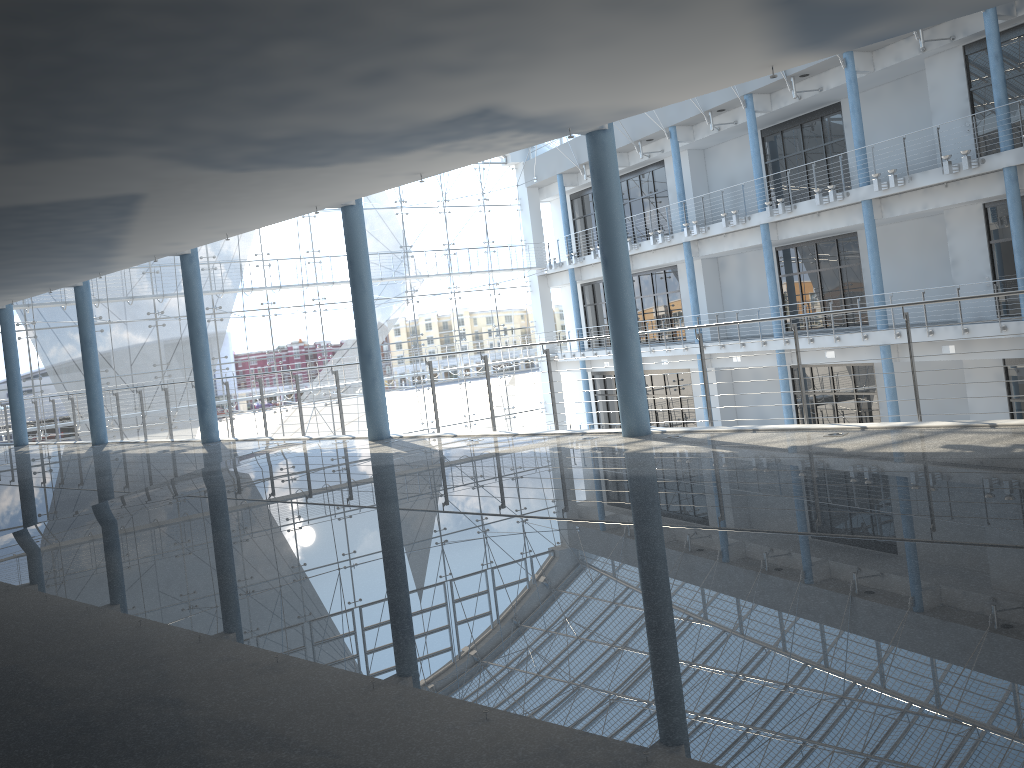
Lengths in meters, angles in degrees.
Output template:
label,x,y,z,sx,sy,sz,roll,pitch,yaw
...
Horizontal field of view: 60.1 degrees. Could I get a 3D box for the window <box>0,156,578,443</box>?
label,x,y,z,sx,sy,sz,roll,pitch,yaw
window,-1.246,-0.291,4.368,3.864,2.774,0.010,-8,0,-33
